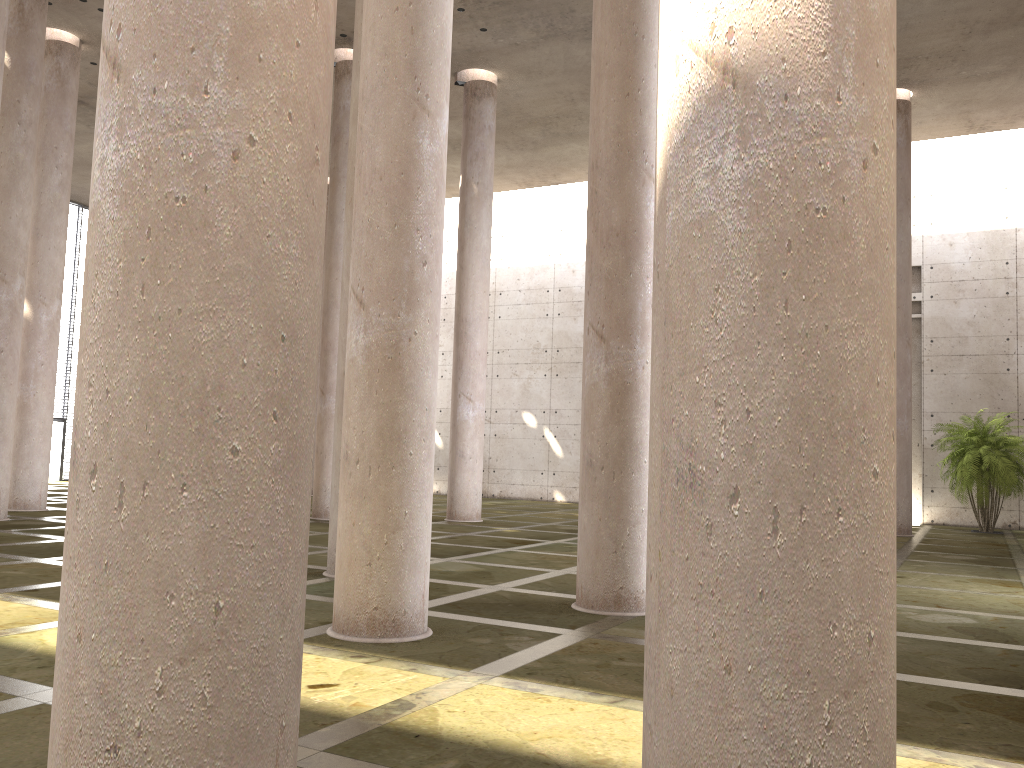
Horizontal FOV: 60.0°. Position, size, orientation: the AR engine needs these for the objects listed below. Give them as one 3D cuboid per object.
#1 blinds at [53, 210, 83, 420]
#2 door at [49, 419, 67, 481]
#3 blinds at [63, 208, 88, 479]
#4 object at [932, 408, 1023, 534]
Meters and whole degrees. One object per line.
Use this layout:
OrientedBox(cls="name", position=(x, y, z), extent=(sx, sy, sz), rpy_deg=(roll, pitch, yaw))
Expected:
OrientedBox(cls="blinds", position=(-16.939, -2.656, 32.743), extent=(0.202, 7.905, 1.676), rpy_deg=(0, -5, 28))
OrientedBox(cls="door", position=(-17.198, 2.370, 32.166), extent=(0.761, 2.300, 2.132), rpy_deg=(1, -5, 8))
OrientedBox(cls="blinds", position=(-16.199, -1.524, 34.259), extent=(0.202, 10.355, 1.676), rpy_deg=(0, -5, 28))
OrientedBox(cls="object", position=(12.139, 2.278, 22.662), extent=(2.483, 3.247, 2.333), rpy_deg=(4, -5, -24))
